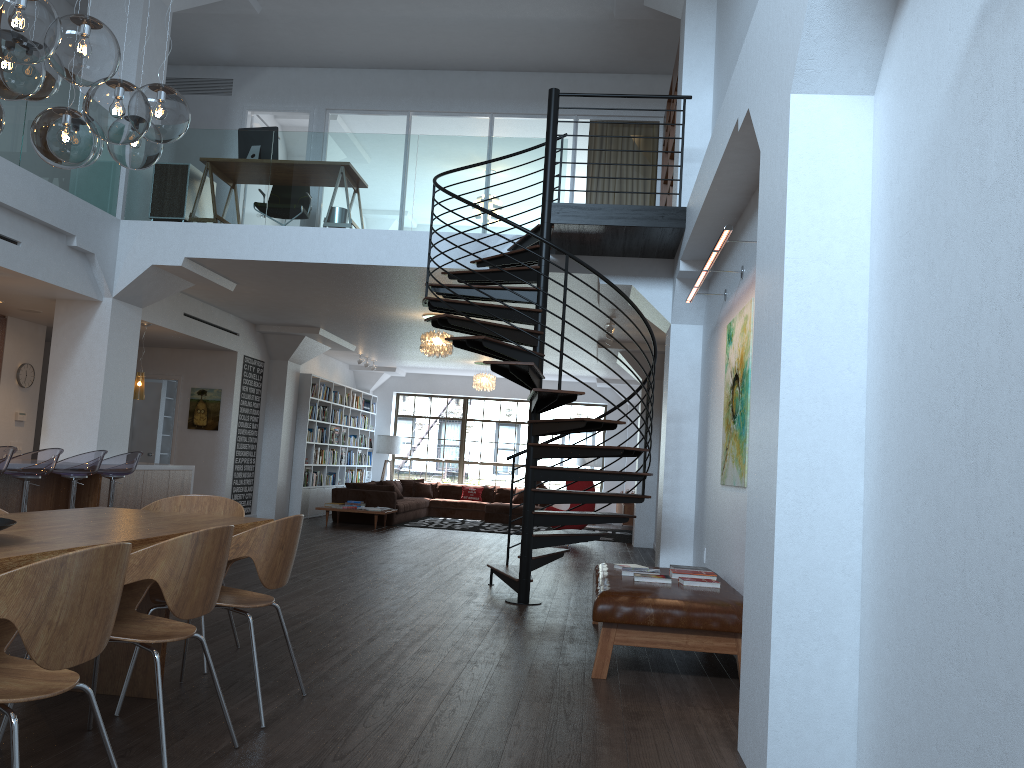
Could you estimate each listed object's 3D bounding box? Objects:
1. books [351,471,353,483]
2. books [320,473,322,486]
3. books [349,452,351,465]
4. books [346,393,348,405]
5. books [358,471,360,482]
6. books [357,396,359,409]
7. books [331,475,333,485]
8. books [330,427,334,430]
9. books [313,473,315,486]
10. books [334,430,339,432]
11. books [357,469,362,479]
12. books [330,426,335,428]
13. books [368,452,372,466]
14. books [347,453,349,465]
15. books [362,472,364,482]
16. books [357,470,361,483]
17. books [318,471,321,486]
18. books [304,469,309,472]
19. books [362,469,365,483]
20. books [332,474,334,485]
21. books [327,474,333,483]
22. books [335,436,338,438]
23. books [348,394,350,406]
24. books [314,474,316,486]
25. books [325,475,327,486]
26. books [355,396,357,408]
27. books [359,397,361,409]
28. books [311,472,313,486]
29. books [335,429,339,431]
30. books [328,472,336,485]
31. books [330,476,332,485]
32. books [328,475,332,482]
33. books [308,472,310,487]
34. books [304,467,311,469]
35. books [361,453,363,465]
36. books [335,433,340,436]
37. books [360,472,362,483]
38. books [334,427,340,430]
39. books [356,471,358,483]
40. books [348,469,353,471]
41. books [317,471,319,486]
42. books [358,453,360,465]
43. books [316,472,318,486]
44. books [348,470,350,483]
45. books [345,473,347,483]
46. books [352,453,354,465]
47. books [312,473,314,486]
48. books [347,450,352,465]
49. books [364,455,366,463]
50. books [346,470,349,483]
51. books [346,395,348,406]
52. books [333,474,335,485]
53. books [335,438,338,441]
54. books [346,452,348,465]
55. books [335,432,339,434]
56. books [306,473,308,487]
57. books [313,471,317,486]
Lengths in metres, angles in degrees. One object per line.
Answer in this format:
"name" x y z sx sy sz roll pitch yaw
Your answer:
"books" -3.258 1.865 17.663 0.183 0.253 0.034 3 -5 5
"books" -3.452 1.681 15.699 0.174 0.236 0.142 3 -5 5
"books" -3.260 1.461 17.399 0.182 0.253 0.098 3 -5 6
"books" -3.243 0.306 17.096 0.160 0.251 0.031 3 -5 6
"books" -3.215 1.915 18.196 0.183 0.253 0.037 3 -5 6
"books" -3.177 0.371 17.779 0.183 0.253 0.034 3 -5 6
"books" -3.384 1.768 16.359 0.139 0.191 0.036 3 -5 6
"books" -3.358 0.816 16.175 0.174 0.045 0.240 3 -5 5
"books" -3.498 1.640 15.262 0.176 0.231 0.053 3 -5 6
"books" -3.356 0.880 16.593 0.223 0.027 0.161 4 -5 -5
"books" -3.185 1.911 18.366 0.140 0.298 0.044 3 -5 6
"books" -3.350 0.778 16.155 0.223 0.027 0.161 2 -5 15
"books" -3.110 1.603 19.052 0.176 0.290 0.053 3 -5 6
"books" -3.272 1.456 17.313 0.174 0.243 0.085 3 -5 6
"books" -3.192 1.949 18.500 0.171 0.246 0.057 3 -5 6
"books" -3.226 1.905 18.257 0.198 0.284 0.066 3 -5 6
"books" -3.459 1.663 15.610 0.183 0.253 0.042 3 -5 6
"books" -3.519 1.444 14.888 0.174 0.045 0.240 4 -5 -5
"books" -3.186 1.935 18.584 0.176 0.290 0.053 3 -5 6
"books" -3.375 1.768 16.418 0.146 0.202 0.027 3 -5 6
"books" -3.386 1.765 16.392 0.146 0.202 0.027 3 -5 6
"books" -3.351 0.985 16.556 0.168 0.045 0.231 4 -5 1
"books" -3.234 0.312 17.162 0.160 0.251 0.039 3 -5 6
"books" -3.480 1.661 15.334 0.161 0.223 0.030 3 -5 5
"books" -3.422 1.730 16.003 0.136 0.196 0.045 3 -5 6
"books" -3.183 0.367 17.697 0.171 0.246 0.057 3 -5 6
"books" -3.157 0.387 17.947 0.183 0.253 0.034 3 -5 6
"books" -3.514 1.602 15.151 0.198 0.284 0.049 3 -5 6
"books" -3.334 0.855 16.584 0.144 0.024 0.208 3 -5 11
"books" -3.367 1.770 16.586 0.140 0.231 0.042 3 -5 6
"books" -3.388 1.772 16.302 0.126 0.173 0.032 3 -5 6
"books" -3.385 1.772 16.329 0.128 0.178 0.021 3 -5 6
"books" -3.518 1.606 15.018 0.180 0.251 0.048 3 -5 6
"books" -3.511 1.406 14.869 0.223 0.027 0.161 2 -5 15
"books" -3.183 1.552 18.351 0.183 0.253 0.042 3 -5 6
"books" -3.341 0.943 16.555 0.183 0.042 0.253 3 -5 6
"books" -3.209 1.930 18.315 0.189 0.247 0.057 3 -5 6
"books" -3.325 0.822 16.583 0.129 0.043 0.185 2 -6 20
"books" -3.236 1.898 18.016 0.183 0.253 0.036 3 -5 6
"books" -3.263 1.849 17.700 0.176 0.290 0.036 3 -5 5
"books" -3.473 1.652 15.526 0.180 0.259 0.042 3 -5 6
"books" -3.204 1.524 18.059 0.174 0.251 0.051 3 -5 6
"books" -3.475 1.651 15.446 0.171 0.246 0.039 3 -5 6
"books" -3.286 1.823 17.429 0.176 0.290 0.053 3 -5 5
"books" -3.302 1.837 17.233 0.161 0.223 0.026 3 -5 5
"books" -3.244 1.489 17.651 0.174 0.242 0.105 3 -5 6
"books" -3.492 1.640 15.217 0.161 0.223 0.032 3 -5 6
"books" -3.266 1.451 17.505 0.197 0.290 0.136 3 -5 6
"books" -3.164 1.587 18.572 0.168 0.228 0.139 3 -5 6
"books" -3.304 1.815 17.320 0.198 0.284 0.066 3 -5 5
"books" -3.241 0.321 17.013 0.161 0.207 0.130 3 -5 5
"books" -3.372 1.776 16.500 0.146 0.202 0.027 3 -5 6
"books" -3.369 1.027 16.539 0.180 0.042 0.259 3 -5 6
"books" -3.283 1.440 17.212 0.182 0.255 0.077 3 -5 6
"books" -3.345 0.908 16.565 0.161 0.033 0.223 3 -5 6
"books" -3.516 1.610 14.897 0.161 0.223 0.032 3 -5 6
"books" -3.486 1.638 15.374 0.183 0.253 0.042 3 -5 6
